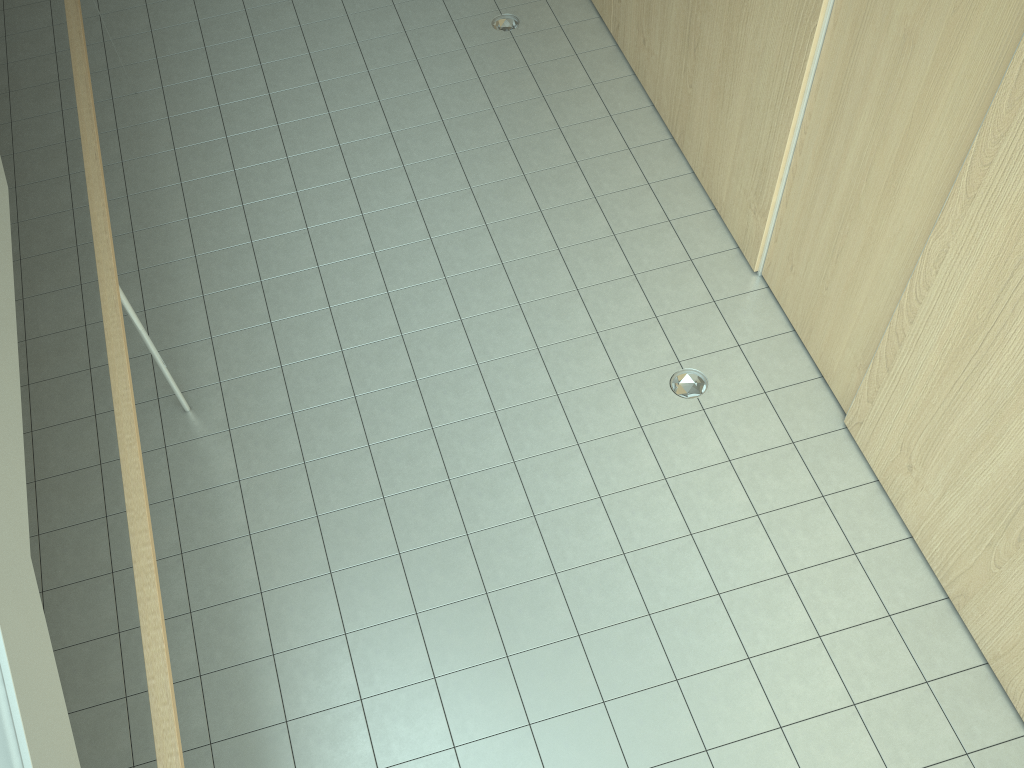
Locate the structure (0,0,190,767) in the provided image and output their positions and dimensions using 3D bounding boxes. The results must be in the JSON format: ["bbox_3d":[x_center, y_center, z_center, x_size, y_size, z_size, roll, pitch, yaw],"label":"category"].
[{"bbox_3d":[-2.490,-0.621,2.399,1.868,4.841,11.180,-16,60,-9],"label":"structure"}]
